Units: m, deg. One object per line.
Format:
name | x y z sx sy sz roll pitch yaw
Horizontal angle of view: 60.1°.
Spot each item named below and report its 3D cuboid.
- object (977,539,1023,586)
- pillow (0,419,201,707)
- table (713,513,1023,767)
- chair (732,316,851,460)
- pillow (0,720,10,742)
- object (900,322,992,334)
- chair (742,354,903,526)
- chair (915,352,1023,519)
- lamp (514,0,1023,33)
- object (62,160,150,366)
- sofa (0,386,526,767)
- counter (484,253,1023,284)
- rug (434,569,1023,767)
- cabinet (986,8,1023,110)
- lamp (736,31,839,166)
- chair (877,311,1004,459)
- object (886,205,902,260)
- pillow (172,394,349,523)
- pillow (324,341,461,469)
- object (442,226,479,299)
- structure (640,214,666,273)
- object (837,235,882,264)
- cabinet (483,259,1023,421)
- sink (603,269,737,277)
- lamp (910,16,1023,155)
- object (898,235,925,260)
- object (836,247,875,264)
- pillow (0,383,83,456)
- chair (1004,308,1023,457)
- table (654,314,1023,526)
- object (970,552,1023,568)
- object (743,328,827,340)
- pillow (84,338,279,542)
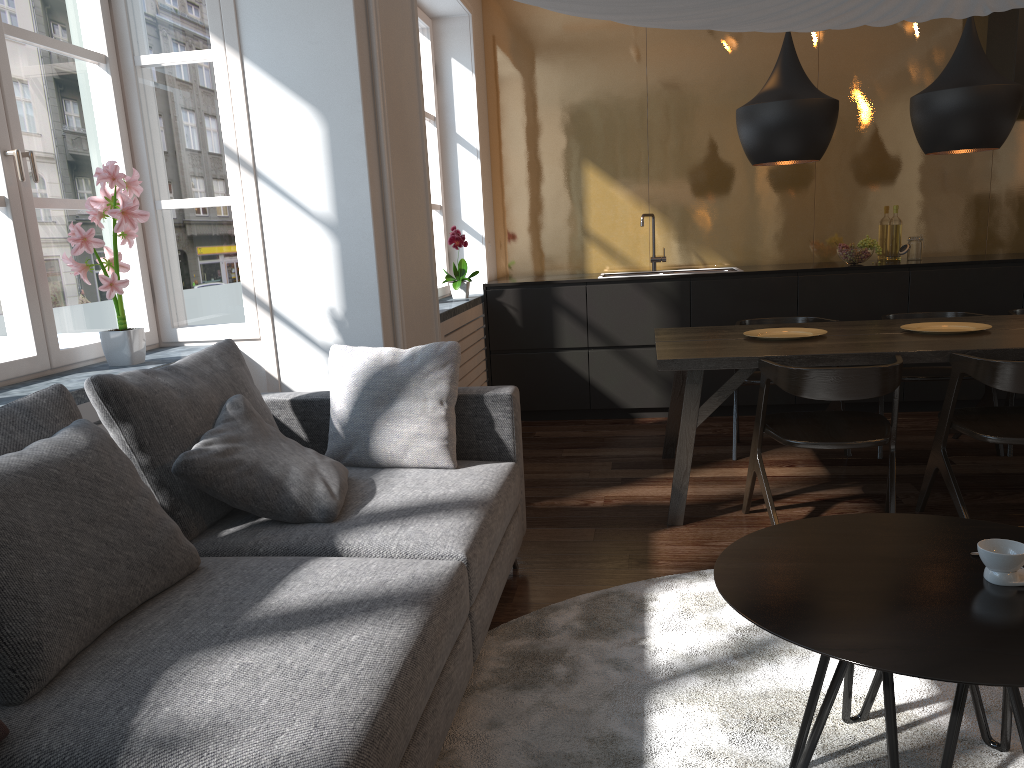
object | 0.983 0.351 1.725 0.139 0.070 0.090 1 12 20
pillow | -0.941 0.321 1.826 0.292 0.403 0.656 -1 11 9
table | 0.848 0.622 1.817 0.847 0.480 0.834 -1 11 11
chair | 1.419 0.014 4.610 0.593 0.682 0.511 -2 12 5
pillow | -1.004 0.423 1.246 0.311 0.410 0.513 -1 11 11
object | 1.867 -0.239 3.811 0.355 0.017 0.351 -5 10 -10
chair | 1.216 0.232 3.395 0.593 0.682 0.511 -2 12 7
chair | 1.891 0.211 3.296 0.593 0.682 0.511 -1 12 9
lamp | 0.488 -0.555 0.905 1.461 0.213 1.456 7 14 45
object | -1.379 -0.408 3.044 0.297 0.702 0.198 -6 14 -12
sofa | -0.192 0.574 1.847 2.040 0.682 3.021 -2 10 9
counter | 2.370 -0.760 5.492 5.061 0.002 0.721 -2 10 9
rug | 0.938 0.870 1.733 2.833 0.012 2.799 -5 10 -11
cabinet | 3.839 -2.172 5.021 1.956 1.068 0.523 -2 13 9
lamp | 1.141 -1.200 3.671 0.409 0.550 0.406 8 16 41
chair | 2.117 -0.002 4.474 0.593 0.682 0.511 -2 12 7
object | 2.451 -0.970 5.663 0.091 0.345 0.090 -9 15 -23
pillow | -0.716 0.215 2.592 0.443 0.326 0.485 -5 11 -9
pillow | -0.426 0.077 3.055 0.494 0.421 0.282 -2 12 8
object | -0.299 -0.732 5.326 0.229 0.444 0.400 -7 12 -15
structure | 0.928 -0.917 5.780 0.109 0.392 0.262 3 14 24
object | 2.106 -0.817 5.383 0.239 0.176 0.175 -4 12 -6
cabinet | 2.394 -0.317 5.599 5.064 0.915 0.721 -2 12 9
sink | 2.232 -0.771 5.467 3.415 0.248 0.474 -2 11 8
lamp | 1.831 -1.220 3.564 0.410 0.550 0.405 -6 13 -14
object | 2.501 -0.852 5.522 0.176 0.154 0.087 -6 13 -13
object | 2.099 -0.781 5.407 0.217 0.098 0.217 -10 12 -33
pillow | -1.081 0.298 1.855 0.277 0.482 0.826 -1 11 9
chair | 2.718 -0.020 4.381 0.593 0.682 0.511 -1 12 8
table | 1.897 0.111 3.855 2.501 0.690 1.089 -2 11 9
object | 1.004 0.363 1.825 0.026 0.010 0.123 -8 11 -25
object | 1.207 -0.220 3.913 0.356 0.017 0.350 -1 10 12
pillow | -0.939 0.143 2.731 0.275 0.484 0.823 -1 11 9
